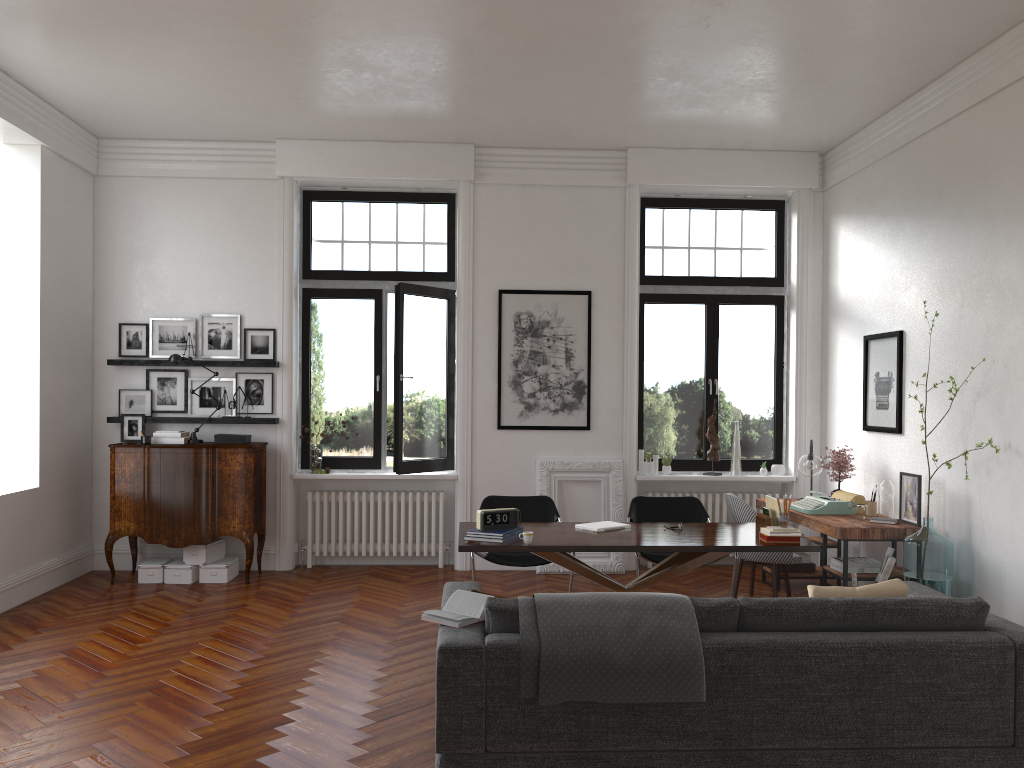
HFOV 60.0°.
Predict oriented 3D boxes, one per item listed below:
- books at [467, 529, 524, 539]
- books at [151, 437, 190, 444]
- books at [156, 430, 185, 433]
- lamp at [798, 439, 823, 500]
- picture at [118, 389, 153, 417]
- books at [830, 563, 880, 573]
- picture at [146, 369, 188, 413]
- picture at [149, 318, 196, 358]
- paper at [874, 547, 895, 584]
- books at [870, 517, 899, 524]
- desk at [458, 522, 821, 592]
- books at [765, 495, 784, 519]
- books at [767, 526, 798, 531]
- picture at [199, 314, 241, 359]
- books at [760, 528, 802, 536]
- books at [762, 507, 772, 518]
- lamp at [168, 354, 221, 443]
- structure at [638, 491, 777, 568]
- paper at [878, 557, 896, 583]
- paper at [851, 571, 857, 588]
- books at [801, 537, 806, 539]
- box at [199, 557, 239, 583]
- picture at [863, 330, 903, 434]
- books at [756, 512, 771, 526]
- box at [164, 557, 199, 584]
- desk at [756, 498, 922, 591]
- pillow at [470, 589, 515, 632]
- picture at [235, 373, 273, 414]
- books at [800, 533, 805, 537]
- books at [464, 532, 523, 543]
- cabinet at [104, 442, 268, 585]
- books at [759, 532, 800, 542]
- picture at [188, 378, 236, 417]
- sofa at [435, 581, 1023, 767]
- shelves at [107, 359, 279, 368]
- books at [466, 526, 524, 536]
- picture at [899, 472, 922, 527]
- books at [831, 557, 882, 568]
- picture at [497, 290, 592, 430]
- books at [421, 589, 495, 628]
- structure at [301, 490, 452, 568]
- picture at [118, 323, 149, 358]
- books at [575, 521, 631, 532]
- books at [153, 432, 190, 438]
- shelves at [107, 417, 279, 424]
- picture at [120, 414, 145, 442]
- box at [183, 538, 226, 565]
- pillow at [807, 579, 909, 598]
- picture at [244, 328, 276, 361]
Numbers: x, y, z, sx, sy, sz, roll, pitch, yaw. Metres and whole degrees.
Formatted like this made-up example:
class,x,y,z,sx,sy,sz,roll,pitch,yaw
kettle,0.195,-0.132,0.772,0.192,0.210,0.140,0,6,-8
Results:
class,x,y,z,sx,sy,sz,roll,pitch,yaw
books,-0.105,0.945,5.640,0.250,0.017,0.344,0,-1,22
books,-3.041,0.504,7.913,0.294,0.057,0.229,1,-1,-3
books,-3.041,0.424,7.896,0.200,0.014,0.179,1,-1,-3
lamp,2.627,0.764,7.796,0.207,0.550,0.441,1,0,20
picture,-3.472,0.177,8.178,0.300,0.253,0.020,1,0,-3
books,2.513,1.339,6.461,0.309,0.038,0.225,1,-1,-4
picture,-3.199,0.067,8.216,0.373,0.406,0.020,1,0,-3
picture,-3.143,-0.426,8.215,0.415,0.367,0.020,1,0,-3
paper,2.538,1.458,6.203,0.294,0.626,0.047,0,0,-10
books,2.736,1.008,6.559,0.213,0.031,0.129,0,-1,34
desk,0.758,1.366,5.895,2.226,0.751,1.030,1,0,-3
books,1.778,0.884,5.985,0.043,0.239,0.310,1,0,-3
books,1.724,0.922,5.663,0.159,0.008,0.128,1,-1,-2
picture,-2.713,-0.442,8.236,0.369,0.409,0.020,1,0,-3
books,1.713,0.941,5.651,0.207,0.028,0.164,1,-1,-5
books,1.734,0.918,6.002,0.041,0.157,0.128,1,0,-3
lamp,-2.862,0.136,7.988,0.491,0.802,0.174,0,0,-38
structure,1.958,1.456,8.744,1.453,0.778,0.225,1,0,-3
paper,2.466,1.453,6.014,0.047,0.609,0.330,0,0,-23
paper,2.378,1.529,6.120,0.073,0.479,0.033,1,1,34
books,2.441,1.342,7.813,0.209,0.023,0.251,1,-1,-3
box,-2.610,1.666,7.915,0.245,0.177,0.394,1,-1,-3
picture,3.046,-0.011,7.282,0.050,0.816,0.634,1,0,-3
books,1.691,0.939,5.958,0.028,0.125,0.221,1,0,-3
box,-2.885,1.662,7.870,0.245,0.177,0.394,1,-1,2
desk,2.580,1.409,7.171,0.647,0.758,1.798,1,-1,-3
pillow,0.044,1.147,4.169,0.470,0.397,0.330,0,0,34
picture,-2.401,0.087,8.259,0.343,0.384,0.020,1,0,-3
books,2.442,1.320,7.815,0.190,0.023,0.239,1,-1,-3
books,-0.114,0.967,5.652,0.264,0.027,0.347,0,-1,22
cabinet,-2.872,1.138,7.879,1.266,1.218,0.640,1,0,-3
books,1.705,0.975,5.646,0.215,0.040,0.159,1,-1,-1
picture,-2.786,0.127,8.238,0.434,0.365,0.020,1,0,-3
sofa,0.975,1.354,4.286,2.645,0.829,1.262,1,0,-3
shelves,-2.922,-0.189,8.159,1.515,0.055,0.158,1,-1,-3
books,-0.105,0.928,5.640,0.250,0.017,0.344,0,-1,22
picture,2.907,0.838,6.473,0.023,0.369,0.282,1,0,-3
books,2.522,1.304,6.469,0.309,0.038,0.225,1,-1,-3
picture,0.308,-0.225,8.406,0.883,1.323,0.035,1,0,-3
books,-0.232,1.008,4.001,0.225,0.096,0.278,0,-1,39
structure,-1.310,1.423,8.575,1.453,0.778,0.225,1,0,-3
picture,-3.497,-0.403,8.197,0.267,0.315,0.020,1,0,-3
books,0.631,0.984,6.127,0.325,0.026,0.231,1,-1,-38
books,-3.039,0.453,7.918,0.239,0.044,0.254,1,-1,-3
shelves,-2.927,0.335,8.165,1.515,0.055,0.156,1,-1,-3
picture,-3.442,0.400,8.050,0.213,0.257,0.020,1,0,-3
box,-2.740,1.489,7.906,0.209,0.177,0.394,1,-1,7
pillow,1.597,1.133,4.153,0.486,0.460,0.225,1,0,-3
picture,-2.349,-0.365,8.256,0.289,0.303,0.020,1,0,-3
